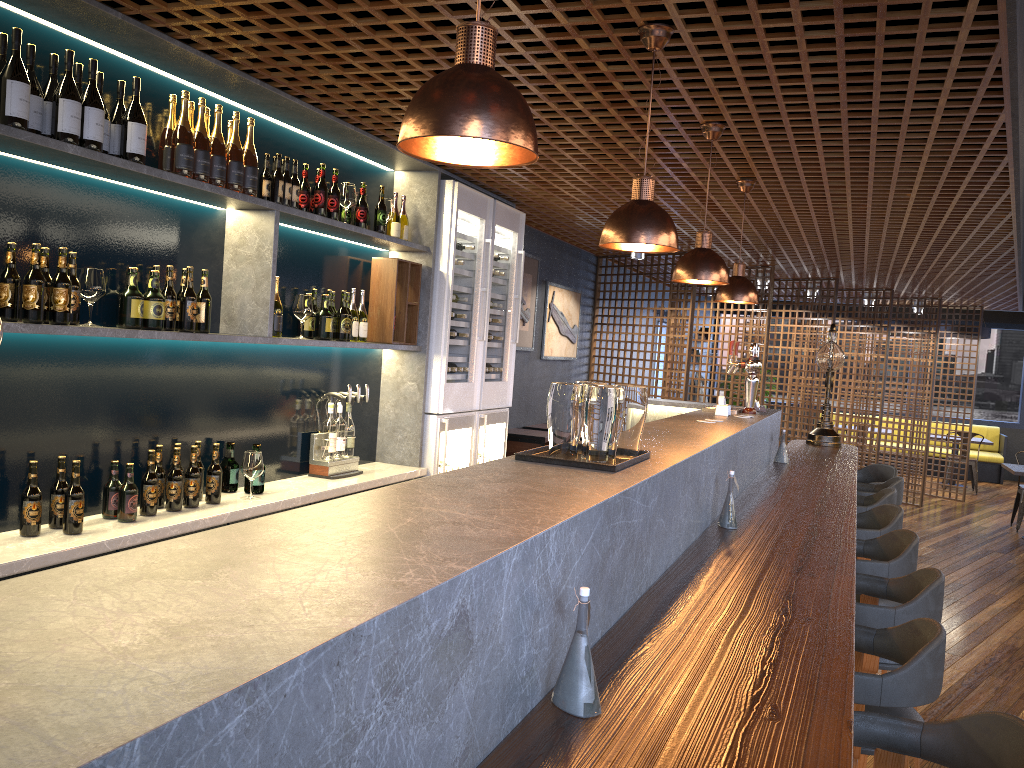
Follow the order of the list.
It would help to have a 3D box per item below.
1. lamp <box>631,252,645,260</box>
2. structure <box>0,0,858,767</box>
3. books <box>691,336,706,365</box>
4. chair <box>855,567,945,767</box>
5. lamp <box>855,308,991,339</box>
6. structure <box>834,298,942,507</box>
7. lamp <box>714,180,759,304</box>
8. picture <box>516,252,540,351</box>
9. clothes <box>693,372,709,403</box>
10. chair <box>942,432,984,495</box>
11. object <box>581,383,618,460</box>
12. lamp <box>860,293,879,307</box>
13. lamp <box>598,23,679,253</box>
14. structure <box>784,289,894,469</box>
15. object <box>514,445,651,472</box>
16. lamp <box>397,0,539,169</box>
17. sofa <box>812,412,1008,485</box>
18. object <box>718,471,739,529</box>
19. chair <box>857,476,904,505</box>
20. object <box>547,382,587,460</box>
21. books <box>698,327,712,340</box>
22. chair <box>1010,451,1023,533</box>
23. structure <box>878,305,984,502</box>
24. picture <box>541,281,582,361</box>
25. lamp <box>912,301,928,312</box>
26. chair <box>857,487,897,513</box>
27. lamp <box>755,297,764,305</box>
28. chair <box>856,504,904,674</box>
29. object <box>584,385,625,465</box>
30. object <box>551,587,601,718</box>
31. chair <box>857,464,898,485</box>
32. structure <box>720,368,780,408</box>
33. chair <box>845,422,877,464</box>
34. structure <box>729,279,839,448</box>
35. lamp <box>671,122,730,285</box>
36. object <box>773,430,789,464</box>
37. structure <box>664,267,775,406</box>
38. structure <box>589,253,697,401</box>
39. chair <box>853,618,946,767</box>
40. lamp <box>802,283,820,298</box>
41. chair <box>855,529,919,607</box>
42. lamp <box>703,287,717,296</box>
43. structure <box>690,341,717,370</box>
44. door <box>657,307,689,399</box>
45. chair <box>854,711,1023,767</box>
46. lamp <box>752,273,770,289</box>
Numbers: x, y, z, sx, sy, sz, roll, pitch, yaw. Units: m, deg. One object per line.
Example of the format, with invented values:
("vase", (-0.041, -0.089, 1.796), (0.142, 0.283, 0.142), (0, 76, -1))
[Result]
("lamp", (1.112, -1.190, 7.817), (0.228, 0.172, 0.228), (5, 3, 21))
("structure", (-0.134, 0.198, 3.318), (2.700, 2.700, 9.298), (5, 3, 21))
("books", (3.140, -0.567, 14.973), (0.223, 0.489, 0.286), (5, 3, 13))
("chair", (1.196, 1.134, 3.048), (0.483, 1.048, 0.438), (2, 3, -40))
("lamp", (6.659, -1.877, 14.225), (1.979, 2.172, 1.979), (5, 3, 28))
("structure", (4.996, 0.196, 11.948), (0.050, 2.700, 1.319), (2, 3, -39))
("lamp", (1.279, -0.792, 4.954), (0.250, 0.673, 0.250), (2, 3, -36))
("picture", (0.023, -0.681, 7.193), (0.028, 0.809, 1.039), (5, 3, 21))
("clothes", (3.277, 0.524, 15.389), (0.401, 1.494, 0.423), (5, 3, 17))
("chair", (6.764, 1.158, 13.323), (0.504, 0.917, 0.541), (5, 3, 21))
("object", (0.237, 0.106, 2.440), (0.105, 0.209, 0.105), (3, 3, -34))
("lamp", (4.635, -1.094, 11.508), (0.228, 0.172, 0.228), (5, 3, 21))
("lamp", (0.420, -0.759, 2.754), (0.250, 0.673, 0.250), (2, 3, -36))
("structure", (4.058, 0.160, 11.194), (0.050, 2.700, 1.319), (2, 3, -39))
("object", (0.206, 0.198, 2.459), (0.273, 0.019, 0.437), (5, 3, 21))
("lamp", (-0.053, -0.740, 1.545), (0.250, 0.673, 0.250), (2, 3, -36))
("sofa", (6.828, 1.073, 15.458), (3.061, 0.914, 0.966), (5, 3, 21))
("object", (0.791, 0.416, 3.224), (0.069, 0.203, 0.114), (5, 3, 10))
("chair", (2.229, 1.094, 5.693), (0.483, 1.048, 0.438), (2, 3, -40))
("object", (0.142, 0.102, 2.361), (0.105, 0.209, 0.105), (3, 3, -34))
("books", (3.399, -0.864, 15.591), (0.177, 0.245, 0.450), (5, 3, 21))
("chair", (6.057, 1.242, 10.205), (0.504, 0.917, 0.541), (5, 3, 21))
("structure", (5.934, 0.232, 12.701), (0.050, 2.700, 1.319), (2, 3, -39))
("picture", (0.486, -0.576, 8.407), (0.028, 0.697, 1.039), (5, 3, 21))
("lamp", (5.616, -1.055, 12.259), (0.228, 0.172, 0.228), (5, 3, 21))
("chair", (1.942, 1.097, 5.138), (0.438, 1.048, 0.483), (4, 3, -8))
("lamp", (3.560, -1.231, 12.844), (0.228, 0.172, 0.228), (5, 3, 21))
("chair", (1.664, 1.109, 4.413), (0.438, 1.048, 0.483), (6, 3, 35))
("object", (0.238, 0.111, 2.311), (0.105, 0.209, 0.105), (3, 3, -34))
("object", (0.112, 0.442, 1.497), (0.069, 0.203, 0.114), (3, 3, -18))
("chair", (2.434, 1.085, 6.245), (0.438, 1.048, 0.483), (5, 3, 13))
("structure", (4.295, 0.424, 16.353), (1.166, 1.763, 0.993), (4, 3, -8))
("chair", (5.436, 1.038, 13.840), (0.504, 0.917, 0.541), (5, 3, 21))
("structure", (3.119, 0.125, 10.441), (0.050, 2.700, 1.319), (2, 3, -39))
("lamp", (0.840, -0.775, 3.828), (0.250, 0.673, 0.250), (2, 3, -36))
("object", (1.662, 0.382, 5.468), (0.069, 0.203, 0.114), (2, 3, -34))
("structure", (2.181, 0.089, 9.688), (0.050, 2.700, 1.319), (2, 3, -39))
("structure", (1.243, 0.053, 8.935), (0.050, 2.700, 1.319), (2, 3, -39))
("chair", (0.896, 1.139, 2.431), (0.438, 1.048, 0.483), (4, 3, -8))
("lamp", (3.644, -1.135, 10.791), (0.228, 0.172, 0.228), (5, 3, 21))
("chair", (1.427, 1.120, 3.747), (0.438, 1.048, 0.483), (3, 3, -18))
("lamp", (6.087, 0.407, 8.772), (9.057, 2.714, 3.017), (5, 3, 21))
("structure", (3.331, -0.495, 15.372), (0.293, 0.563, 1.220), (5, 3, 21))
("door", (2.322, 0.092, 13.255), (0.052, 2.386, 2.441), (5, 3, 21))
("chair", (0.742, 1.159, 1.720), (0.438, 1.048, 0.483), (6, 3, 41))
("lamp", (2.821, -1.160, 9.988), (0.228, 0.172, 0.228), (5, 3, 21))
